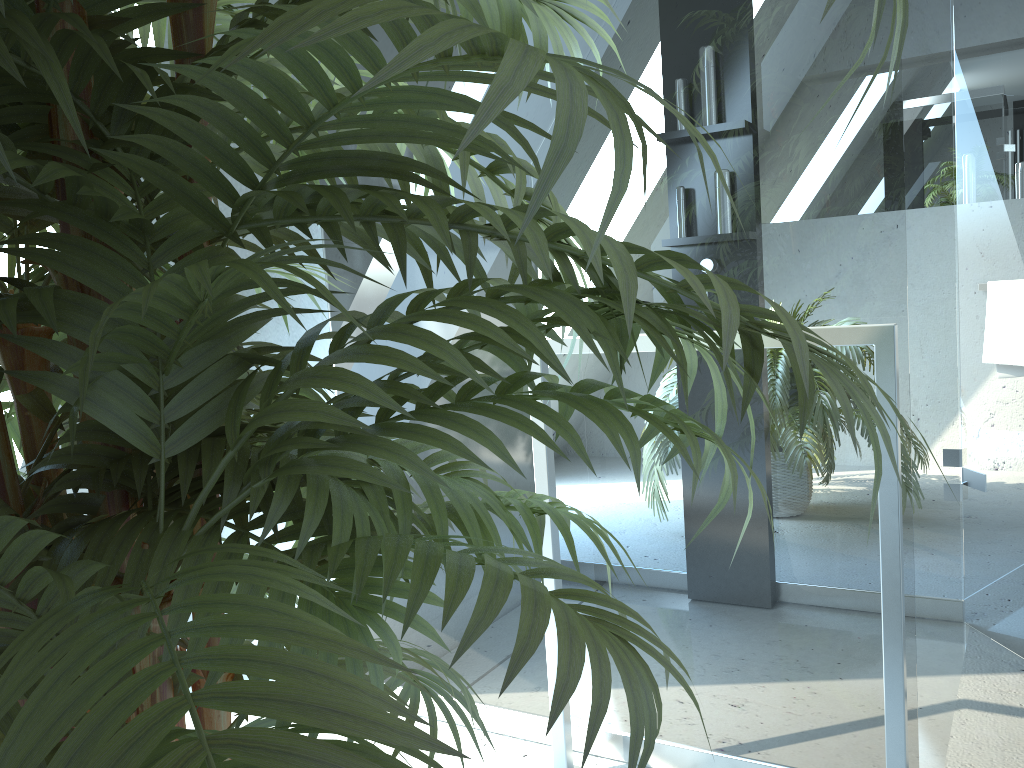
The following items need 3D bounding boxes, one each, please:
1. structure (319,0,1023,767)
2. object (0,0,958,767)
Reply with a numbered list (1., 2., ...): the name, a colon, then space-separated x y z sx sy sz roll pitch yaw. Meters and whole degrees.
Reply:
1. structure: 0.568 -0.344 1.922 1.835 2.114 1.184 -1 6 31
2. object: -0.303 -0.118 0.593 1.020 2.034 0.980 -5 6 -11
